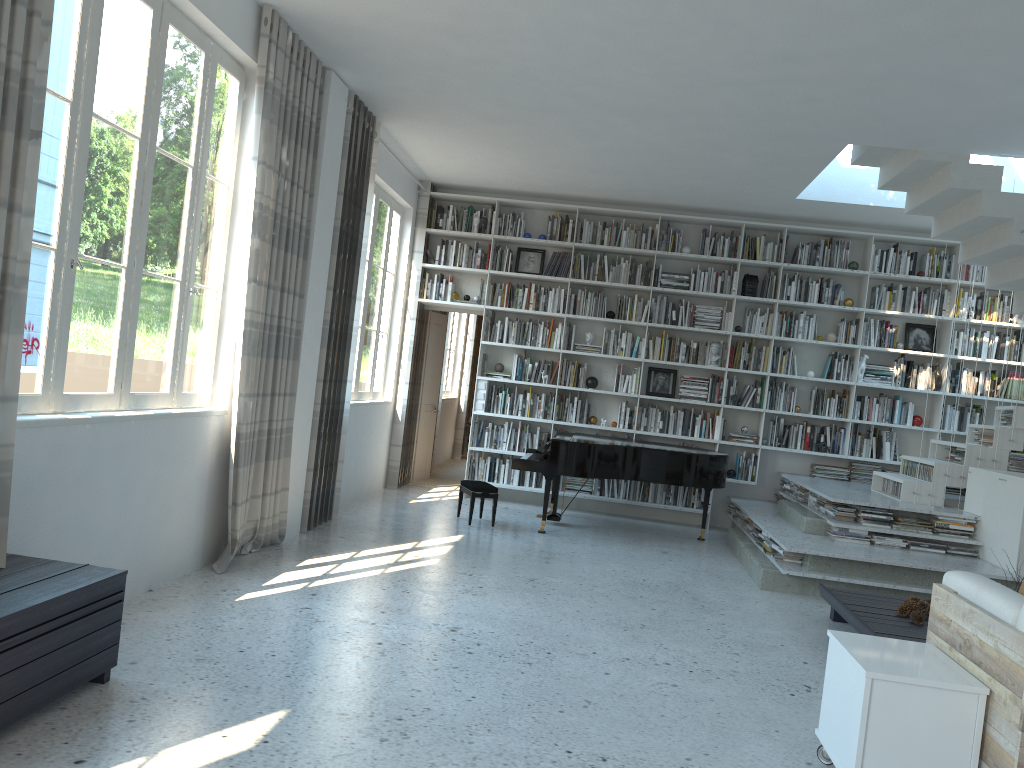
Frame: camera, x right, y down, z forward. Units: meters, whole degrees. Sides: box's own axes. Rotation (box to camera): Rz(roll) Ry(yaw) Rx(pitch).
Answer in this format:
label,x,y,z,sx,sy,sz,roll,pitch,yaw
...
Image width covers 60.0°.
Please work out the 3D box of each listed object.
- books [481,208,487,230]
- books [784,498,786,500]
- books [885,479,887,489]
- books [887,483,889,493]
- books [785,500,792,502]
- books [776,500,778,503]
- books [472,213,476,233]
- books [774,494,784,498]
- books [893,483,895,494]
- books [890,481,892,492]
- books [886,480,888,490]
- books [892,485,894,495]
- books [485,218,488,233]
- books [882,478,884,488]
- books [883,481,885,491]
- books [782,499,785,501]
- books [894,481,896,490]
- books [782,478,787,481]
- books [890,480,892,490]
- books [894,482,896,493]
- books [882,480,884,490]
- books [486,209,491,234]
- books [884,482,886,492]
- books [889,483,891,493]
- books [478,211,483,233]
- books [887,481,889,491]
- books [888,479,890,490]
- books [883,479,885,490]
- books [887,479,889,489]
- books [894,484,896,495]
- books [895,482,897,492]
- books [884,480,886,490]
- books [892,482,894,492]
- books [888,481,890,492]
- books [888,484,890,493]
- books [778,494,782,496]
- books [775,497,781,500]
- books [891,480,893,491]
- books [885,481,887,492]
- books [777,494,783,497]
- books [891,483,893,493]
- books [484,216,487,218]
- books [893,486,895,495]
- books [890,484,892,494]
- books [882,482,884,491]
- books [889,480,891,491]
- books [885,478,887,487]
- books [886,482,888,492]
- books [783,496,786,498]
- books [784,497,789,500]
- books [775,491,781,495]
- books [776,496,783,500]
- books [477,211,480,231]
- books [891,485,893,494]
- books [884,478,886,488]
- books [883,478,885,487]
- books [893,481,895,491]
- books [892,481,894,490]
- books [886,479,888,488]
label,x,y,z,sx,sy,sz,roll,pitch,yaw
books,-0.301,-1.702,9.387,0.013,0.292,0.154,7,1,6
books,2.768,1.148,8.724,0.137,0.018,0.200,7,0,2
books,3.443,0.920,8.014,0.125,0.125,0.009,7,1,6
books,3.436,0.920,7.945,0.125,0.125,0.007,7,1,6
books,2.715,1.132,8.418,0.181,0.017,0.250,7,0,3
books,2.787,1.212,9.035,0.163,0.019,0.187,7,0,5
books,-0.395,-1.680,9.392,0.021,0.226,0.156,7,1,6
books,2.783,1.150,9.036,0.184,0.006,0.262,7,0,7
books,3.418,0.919,7.784,0.125,0.125,0.009,7,1,6
books,3.427,0.919,7.868,0.125,0.125,0.008,7,1,6
books,3.440,0.920,7.984,0.125,0.125,0.008,7,1,6
books,3.421,0.919,7.806,0.125,0.125,0.008,7,1,6
books,-0.265,-1.644,9.376,0.028,0.185,0.167,7,1,6
books,3.453,0.921,8.103,0.125,0.125,0.007,7,1,6
books,3.449,0.921,8.061,0.125,0.125,0.007,7,1,6
books,2.761,1.161,8.725,0.159,0.009,0.228,7,0,7
books,3.417,0.919,7.769,0.125,0.125,0.008,7,1,6
books,2.845,0.976,8.993,0.159,0.011,0.246,7,0,3
books,3.428,0.919,7.876,0.125,0.125,0.008,7,1,6
books,3.416,0.919,7.761,0.125,0.125,0.007,7,1,6
books,3.452,0.921,8.095,0.125,0.125,0.008,7,1,6
books,-0.234,-1.692,9.372,0.022,0.286,0.175,7,1,6
books,3.445,0.920,8.031,0.125,0.125,0.010,7,1,6
books,3.430,0.919,7.891,0.125,0.125,0.007,7,1,6
books,-0.324,-1.688,9.377,0.027,0.259,0.147,7,1,6
books,3.437,0.920,7.952,0.125,0.125,0.007,7,1,6
books,3.434,0.920,7.930,0.125,0.125,0.008,7,1,6
books,3.450,0.921,8.069,0.125,0.125,0.009,7,1,6
books,3.437,0.920,7.960,0.125,0.125,0.008,7,1,6
books,3.415,0.919,7.754,0.125,0.125,0.007,7,1,6
books,3.413,0.918,7.738,0.125,0.125,0.010,7,1,6
books,3.446,0.920,8.039,0.125,0.125,0.008,7,1,6
books,3.422,0.919,7.814,0.125,0.125,0.009,7,1,6
books,3.433,0.920,7.923,0.125,0.125,0.008,7,1,6
books,3.433,0.920,7.915,0.125,0.125,0.007,7,1,6
books,2.795,1.132,9.034,0.152,0.015,0.208,7,0,11
books,2.789,1.178,9.035,0.170,0.012,0.215,7,0,6
books,3.425,0.919,7.845,0.125,0.125,0.008,7,1,6
books,3.443,0.920,8.007,0.125,0.125,0.009,7,1,6
books,2.791,1.143,9.035,0.159,0.009,0.210,7,0,10
books,3.424,0.919,7.837,0.125,0.125,0.008,7,1,6
books,-0.288,-1.657,9.382,0.023,0.205,0.146,7,1,6
books,3.417,0.919,7.776,0.125,0.125,0.007,7,1,6
books,3.427,0.919,7.861,0.125,0.125,0.008,7,1,6
books,3.452,0.921,8.088,0.125,0.125,0.008,7,1,6
books,3.431,0.919,7.900,0.125,0.125,0.009,7,1,6
books,3.444,0.920,8.022,0.125,0.125,0.007,7,1,6
books,3.439,0.920,7.976,0.125,0.125,0.008,7,1,6
books,2.768,1.123,8.724,0.149,0.014,0.228,7,0,4
books,2.765,1.134,8.724,0.144,0.009,0.249,7,0,10
books,2.790,1.119,9.035,0.174,0.009,0.240,7,0,8
books,2.794,1.166,9.034,0.158,0.012,0.278,7,0,5
books,-0.348,-1.688,9.383,0.021,0.253,0.179,7,1,6
books,3.423,0.919,7.830,0.125,0.125,0.008,7,1,6
books,3.447,0.920,8.046,0.125,0.125,0.008,7,1,6
books,3.451,0.921,8.079,0.125,0.125,0.010,7,1,6
books,3.419,0.919,7.791,0.125,0.125,0.008,7,1,6
books,3.422,0.919,7.822,0.125,0.125,0.008,7,1,6
books,3.441,0.920,7.991,0.125,0.125,0.008,7,1,6
